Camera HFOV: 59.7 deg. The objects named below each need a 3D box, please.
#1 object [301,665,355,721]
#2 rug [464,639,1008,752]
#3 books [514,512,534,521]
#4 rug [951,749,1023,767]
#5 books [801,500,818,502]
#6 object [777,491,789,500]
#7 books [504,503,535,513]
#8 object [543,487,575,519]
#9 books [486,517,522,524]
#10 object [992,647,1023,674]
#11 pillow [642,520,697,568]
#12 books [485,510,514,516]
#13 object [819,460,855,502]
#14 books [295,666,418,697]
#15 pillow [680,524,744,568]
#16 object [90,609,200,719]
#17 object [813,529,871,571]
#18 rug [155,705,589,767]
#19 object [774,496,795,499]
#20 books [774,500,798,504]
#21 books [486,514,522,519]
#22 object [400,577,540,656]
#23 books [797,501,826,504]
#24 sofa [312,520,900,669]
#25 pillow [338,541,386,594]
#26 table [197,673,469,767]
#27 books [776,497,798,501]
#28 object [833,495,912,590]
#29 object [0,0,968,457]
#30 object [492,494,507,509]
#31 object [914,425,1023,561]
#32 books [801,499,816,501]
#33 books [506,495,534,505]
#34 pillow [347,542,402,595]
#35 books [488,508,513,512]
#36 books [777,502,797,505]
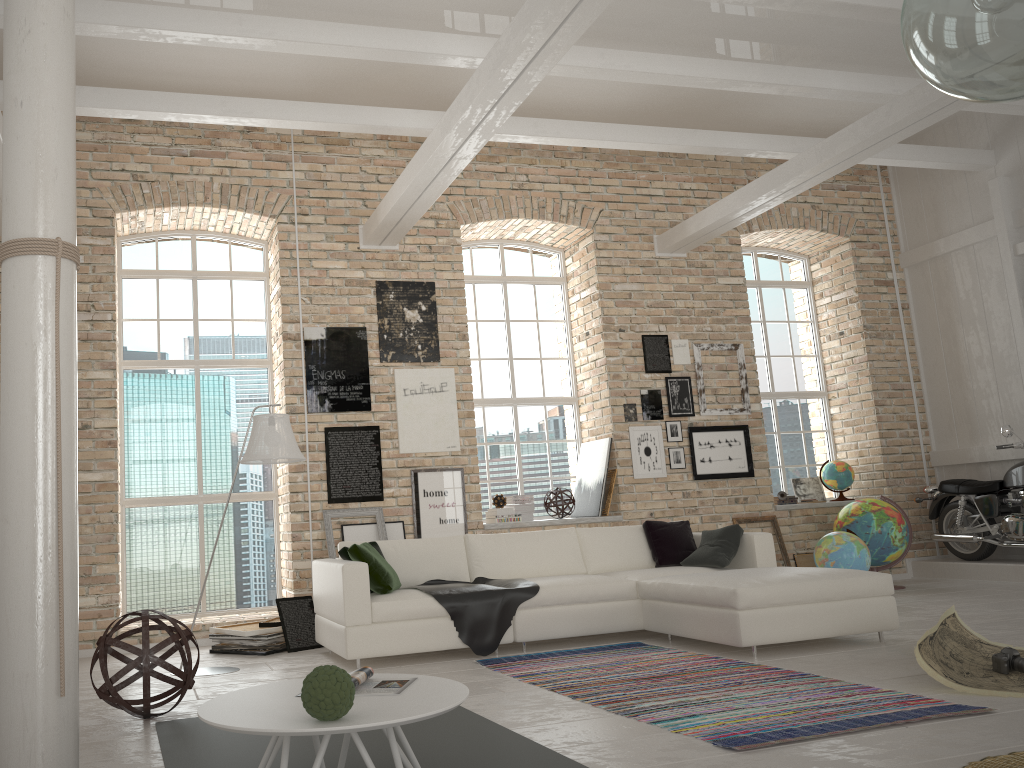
[{"bbox_3d":[-0.553,0.931,2.686,0.150,0.164,0.175,4,-12,-43],"label":"object"},{"bbox_3d":[0.855,1.566,4.685,1.348,0.008,2.793,0,-9,-23],"label":"rug"},{"bbox_3d":[0.059,1.312,8.797,0.231,0.088,0.326,-1,-9,-16],"label":"books"},{"bbox_3d":[2.096,1.144,2.390,2.093,0.021,1.610,0,-9,-25],"label":"rug"},{"bbox_3d":[3.106,1.221,9.302,0.099,0.014,0.142,3,-11,-38],"label":"books"},{"bbox_3d":[2.876,1.182,9.460,0.099,0.090,0.455,-7,-9,19],"label":"object"},{"bbox_3d":[0.053,1.231,8.812,0.226,0.088,0.332,0,-9,-26],"label":"books"},{"bbox_3d":[0.458,1.153,8.625,0.289,0.308,0.323,1,-10,-29],"label":"object"},{"bbox_3d":[-0.080,1.289,8.432,0.264,0.048,0.228,0,-9,-23],"label":"books"},{"bbox_3d":[2.459,1.350,4.338,0.143,0.124,0.176,-1,-9,-20],"label":"object"},{"bbox_3d":[1.286,1.279,7.140,0.411,0.391,0.251,-1,-9,-18],"label":"pillow"},{"bbox_3d":[-0.118,1.226,8.446,0.191,0.041,0.205,2,-10,-34],"label":"books"},{"bbox_3d":[3.559,1.051,9.715,0.320,0.466,0.338,-2,-9,-15],"label":"object"},{"bbox_3d":[-0.548,1.057,3.176,0.383,0.048,0.296,-5,-8,10],"label":"books"},{"bbox_3d":[1.517,1.227,6.763,0.322,0.306,0.439,1,-10,-30],"label":"pillow"},{"bbox_3d":[-1.893,1.445,4.614,0.502,0.544,0.580,4,-12,-44],"label":"object"},{"bbox_3d":[2.870,1.578,7.724,0.469,0.632,0.426,-8,-9,20],"label":"object"},{"bbox_3d":[-0.557,1.457,3.373,1.377,0.042,2.828,0,-9,-23],"label":"rug"},{"bbox_3d":[2.852,1.198,9.430,0.205,0.021,0.165,-1,-9,-19],"label":"object"},{"bbox_3d":[2.846,1.246,9.430,0.244,0.030,0.211,0,-9,-20],"label":"books"},{"bbox_3d":[-0.080,1.253,8.438,0.259,0.024,0.228,0,-9,-23],"label":"books"},{"bbox_3d":[-0.316,1.612,6.229,0.857,0.465,0.808,0,-9,-21],"label":"object"},{"bbox_3d":[3.118,1.237,9.296,0.219,0.022,0.183,-1,-9,-19],"label":"books"},{"bbox_3d":[0.449,1.416,6.106,3.156,0.843,2.252,-1,-9,-19],"label":"sofa"},{"bbox_3d":[-1.028,1.320,6.401,0.331,0.366,0.388,-8,-10,25],"label":"pillow"},{"bbox_3d":[-0.586,1.229,2.990,0.903,0.343,0.917,-3,-8,-6],"label":"table"},{"bbox_3d":[2.852,1.221,9.438,0.246,0.026,0.212,0,-9,-24],"label":"books"},{"bbox_3d":[3.511,1.555,8.690,0.611,0.926,0.699,4,-12,-44],"label":"object"},{"bbox_3d":[1.831,-1.025,3.882,9.739,4.808,12.313,-1,-9,-20],"label":"object"},{"bbox_3d":[-0.120,1.121,8.519,0.145,0.138,0.140,-5,-9,7],"label":"object"},{"bbox_3d":[4.779,1.026,8.409,0.774,1.331,2.272,0,-9,-27],"label":"object"},{"bbox_3d":[3.097,1.210,9.310,0.124,0.013,0.109,5,-12,-44],"label":"books"},{"bbox_3d":[0.040,1.146,8.816,0.285,0.085,0.244,3,-11,-39],"label":"books"},{"bbox_3d":[-0.945,1.260,6.129,0.310,0.344,0.409,-5,-9,4],"label":"pillow"},{"bbox_3d":[-0.114,1.191,8.453,0.174,0.030,0.186,1,-10,-31],"label":"books"},{"bbox_3d":[2.849,1.271,9.422,0.246,0.025,0.210,-1,-9,-18],"label":"books"}]
